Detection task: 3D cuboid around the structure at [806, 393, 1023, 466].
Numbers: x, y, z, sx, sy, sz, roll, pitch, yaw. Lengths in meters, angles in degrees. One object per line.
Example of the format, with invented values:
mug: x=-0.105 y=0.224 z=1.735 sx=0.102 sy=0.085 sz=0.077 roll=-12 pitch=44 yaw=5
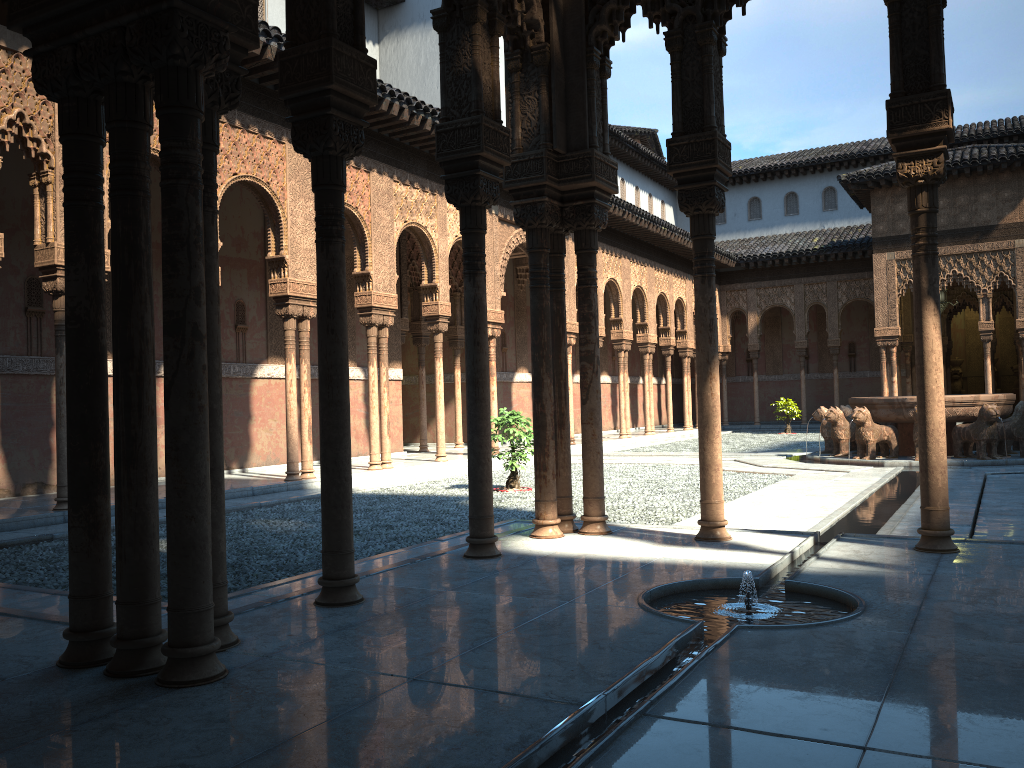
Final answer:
structure: x=8.149 y=0.571 z=17.277 sx=4.508 sy=1.991 sz=4.508 roll=-2 pitch=-1 yaw=29
